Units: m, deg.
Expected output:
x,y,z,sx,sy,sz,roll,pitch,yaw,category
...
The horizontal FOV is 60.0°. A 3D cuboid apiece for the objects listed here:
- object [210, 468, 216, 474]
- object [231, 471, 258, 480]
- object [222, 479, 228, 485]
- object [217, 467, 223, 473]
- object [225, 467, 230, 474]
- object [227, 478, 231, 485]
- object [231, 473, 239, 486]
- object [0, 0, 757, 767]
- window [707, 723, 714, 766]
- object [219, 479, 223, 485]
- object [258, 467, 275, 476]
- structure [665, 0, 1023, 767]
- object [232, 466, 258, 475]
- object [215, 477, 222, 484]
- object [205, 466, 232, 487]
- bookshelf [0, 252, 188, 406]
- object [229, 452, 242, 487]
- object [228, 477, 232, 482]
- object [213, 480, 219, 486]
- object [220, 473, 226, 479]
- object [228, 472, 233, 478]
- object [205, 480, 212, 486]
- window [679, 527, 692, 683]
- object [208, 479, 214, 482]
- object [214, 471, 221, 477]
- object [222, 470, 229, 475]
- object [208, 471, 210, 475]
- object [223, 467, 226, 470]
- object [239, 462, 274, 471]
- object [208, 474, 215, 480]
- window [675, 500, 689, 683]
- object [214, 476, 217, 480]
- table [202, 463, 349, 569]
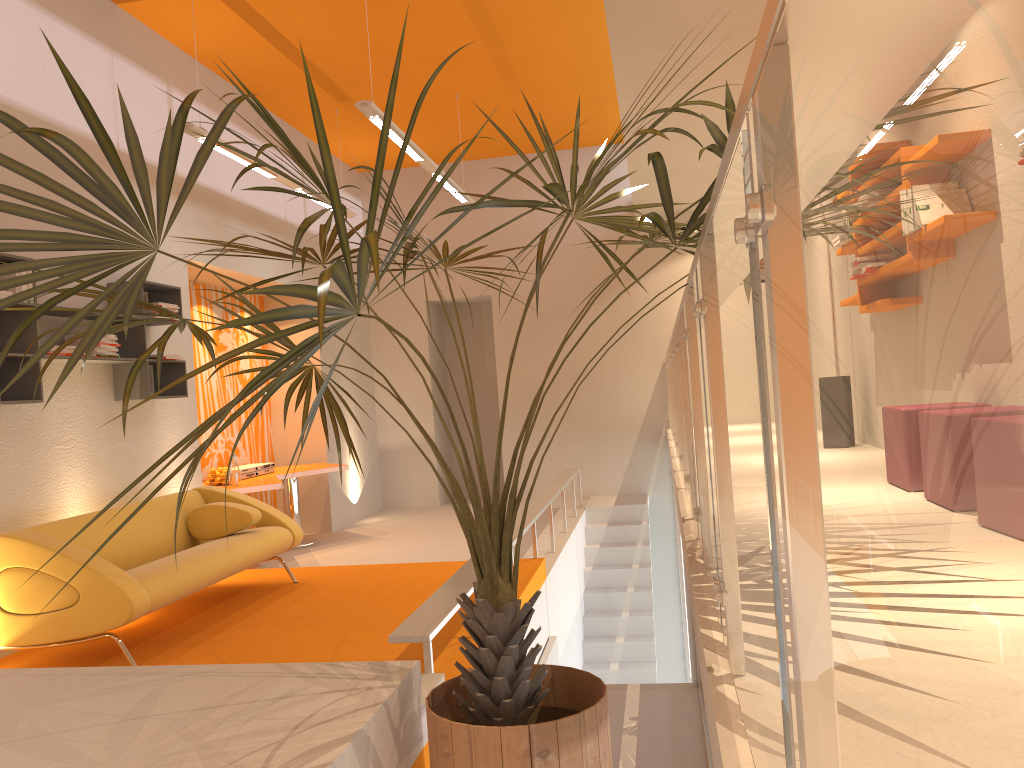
x,y,z,sx,sy,sz,roll,pitch,yaw,category
-2.516,0.736,7.458,0.059,0.060,0.050,-4,-1,44,object
-2.505,0.844,8.108,0.262,0.049,0.349,-4,0,9,object
-2.415,0.826,7.457,0.053,0.053,0.061,-4,0,-1,object
-2.477,0.732,7.524,0.051,0.053,0.063,-4,-1,-44,object
-2.411,0.735,7.543,0.057,0.060,0.052,-4,-1,32,object
-2.412,0.827,7.517,0.061,0.053,0.053,-4,0,-3,object
-2.303,0.796,7.375,0.060,0.106,0.060,-4,-1,42,object
-0.177,0.123,2.606,3.098,2.600,3.241,-4,0,17,object
-0.419,0.711,0.825,0.908,1.393,6.719,-4,0,29,window
-2.470,0.825,7.531,0.057,0.060,0.052,-4,-1,-40,object
-2.453,0.843,8.460,0.250,0.049,0.349,-4,0,9,object
1.059,0.105,5.207,0.195,0.900,11.050,-4,0,9,structure
-2.509,0.795,8.109,0.262,0.049,0.349,-4,0,9,object
-2.467,0.810,7.450,0.052,0.053,0.062,-4,0,-9,object
-2.481,0.775,7.516,0.207,0.174,0.189,-4,0,9,object
-2.633,-0.286,5.388,0.252,0.790,2.000,-4,0,9,bookshelf
-2.314,0.705,7.390,0.101,0.288,0.088,-4,0,-21,object
-2.423,0.822,7.573,0.060,0.057,0.052,-4,-1,-44,object
-2.496,0.836,7.479,0.050,0.055,0.061,-4,0,0,object
-2.424,0.776,7.448,0.053,0.055,0.060,-4,0,-2,object
-2.407,0.774,7.571,0.063,0.051,0.053,-4,0,13,object
-2.554,0.838,7.463,0.053,0.052,0.062,-4,0,-6,object
1.524,2.645,7.446,0.006,3.760,2.311,-4,0,9,window
-2.547,0.802,7.521,0.051,0.055,0.061,-4,0,24,object
-2.483,0.764,7.481,0.061,0.051,0.055,-4,-1,39,object
-2.419,0.747,7.490,0.053,0.051,0.063,-4,0,0,object
-2.546,0.752,7.517,0.051,0.053,0.063,-4,-1,-33,object
-2.451,0.734,7.578,0.063,0.051,0.053,-4,0,2,object
-2.451,0.794,8.459,0.262,0.049,0.349,-4,0,9,object
-2.531,0.786,7.464,0.053,0.054,0.061,-4,0,1,object
1.888,2.636,9.650,0.006,3.760,2.078,-4,0,9,window
-2.516,0.797,7.525,0.051,0.053,0.062,-4,-1,-38,object
-2.229,1.231,8.243,0.969,0.760,2.573,-4,0,9,table
